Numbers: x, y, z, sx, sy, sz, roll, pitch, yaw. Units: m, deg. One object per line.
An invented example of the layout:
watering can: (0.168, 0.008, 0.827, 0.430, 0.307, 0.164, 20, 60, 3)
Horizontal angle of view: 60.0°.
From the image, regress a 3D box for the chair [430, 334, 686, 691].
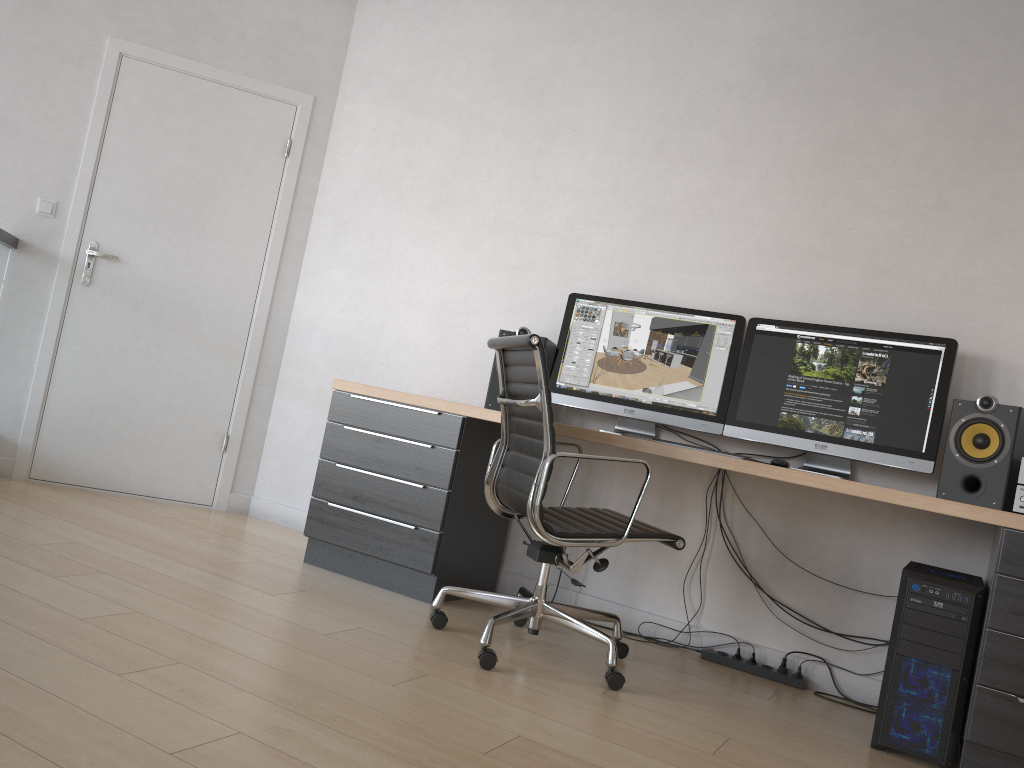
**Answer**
chair: (0.170, 0.389, 2.935, 0.699, 0.991, 0.664, 12, -2, -11)

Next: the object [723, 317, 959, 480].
object: (1.145, 0.063, 3.146, 0.716, 0.535, 0.190, 10, -3, 33)

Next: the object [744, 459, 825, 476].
object: (0.904, 0.277, 2.911, 0.250, 0.002, 0.200, 10, -2, 28)

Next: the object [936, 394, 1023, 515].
object: (1.544, 0.224, 2.875, 0.198, 0.354, 0.249, 9, -3, 43)

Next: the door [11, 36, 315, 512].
door: (-1.664, -0.507, 4.306, 0.974, 2.136, 0.085, 12, -2, -17)

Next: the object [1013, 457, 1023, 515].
object: (1.725, 0.345, 2.698, 0.285, 0.174, 0.270, 9, -3, 43)

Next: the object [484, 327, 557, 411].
object: (0.040, -0.047, 3.669, 0.198, 0.354, 0.249, 11, -2, 13)

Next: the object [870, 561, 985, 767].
object: (1.281, 0.842, 2.723, 0.215, 0.527, 0.474, 10, -2, 28)
